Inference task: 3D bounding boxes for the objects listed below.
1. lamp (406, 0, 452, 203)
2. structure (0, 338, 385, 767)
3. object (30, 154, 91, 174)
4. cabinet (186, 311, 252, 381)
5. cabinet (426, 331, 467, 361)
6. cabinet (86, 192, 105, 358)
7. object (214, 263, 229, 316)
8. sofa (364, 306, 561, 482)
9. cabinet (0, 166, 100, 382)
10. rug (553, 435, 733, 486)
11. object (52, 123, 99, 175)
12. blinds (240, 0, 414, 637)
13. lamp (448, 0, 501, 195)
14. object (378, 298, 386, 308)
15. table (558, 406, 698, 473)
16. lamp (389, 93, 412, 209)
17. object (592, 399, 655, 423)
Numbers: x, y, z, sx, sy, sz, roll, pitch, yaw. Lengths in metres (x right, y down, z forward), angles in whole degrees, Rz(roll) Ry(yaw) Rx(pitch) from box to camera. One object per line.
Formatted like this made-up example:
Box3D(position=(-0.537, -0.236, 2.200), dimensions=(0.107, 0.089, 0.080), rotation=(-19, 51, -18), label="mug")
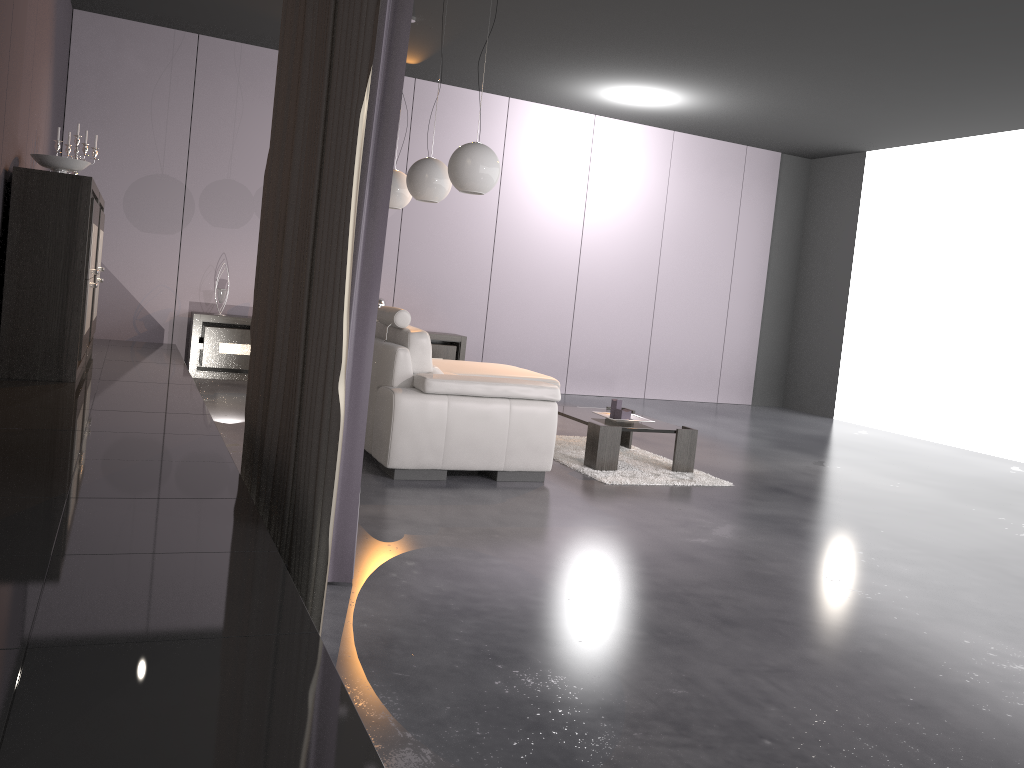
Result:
Box3D(position=(-0.495, -1.924, 5.904), dimensions=(0.306, 1.411, 0.308), rotation=(5, 3, -20), label="lamp")
Box3D(position=(-1.555, 0.364, 3.178), dimensions=(0.999, 0.299, 8.813), rotation=(4, 6, -24), label="structure")
Box3D(position=(-2.554, -1.213, 5.007), dimensions=(0.309, 0.116, 0.309), rotation=(7, 5, 10), label="object")
Box3D(position=(-2.346, -0.322, 8.008), dimensions=(1.070, 0.553, 0.379), rotation=(4, 4, -24), label="cabinet")
Box3D(position=(-1.024, -0.239, 8.585), dimensions=(1.070, 0.553, 0.379), rotation=(4, 4, -24), label="cabinet")
Box3D(position=(-3.043, -0.774, 6.117), dimensions=(0.411, 1.072, 1.077), rotation=(5, 4, -24), label="cabinet")
Box3D(position=(-2.571, -0.845, 7.859), dimensions=(0.123, 0.464, 0.108), rotation=(5, 3, -23), label="object")
Box3D(position=(-0.306, -0.072, 6.092), dimensions=(1.866, 0.856, 2.875), rotation=(4, 6, -24), label="sofa")
Box3D(position=(-2.586, -0.621, 5.050), dimensions=(0.411, 1.072, 1.077), rotation=(5, 4, -24), label="cabinet")
Box3D(position=(0.633, 0.480, 5.792), dimensions=(0.915, 0.023, 1.533), rotation=(4, 6, -24), label="rug")
Box3D(position=(-2.878, -1.495, 5.845), dimensions=(0.229, 0.444, 0.230), rotation=(6, 3, -6), label="object")
Box3D(position=(-0.557, -0.874, 3.000), dimensions=(0.248, 2.989, 3.303), rotation=(5, 4, -23), label="blinds")
Box3D(position=(-0.160, -1.812, 5.120), dimensions=(0.307, 1.411, 0.307), rotation=(8, 4, 34), label="lamp")
Box3D(position=(-1.280, -0.683, 8.462), dimensions=(0.140, 0.283, 0.141), rotation=(5, 4, -24), label="object")
Box3D(position=(0.651, 0.342, 5.802), dimensions=(0.700, 0.270, 0.909), rotation=(4, 6, -24), label="table")
Box3D(position=(-0.848, -2.042, 6.718), dimensions=(0.306, 1.411, 0.308), rotation=(5, 3, -20), label="lamp")
Box3D(position=(0.717, 0.166, 5.687), dimensions=(0.304, 0.136, 0.306), rotation=(4, 5, -19), label="object")
